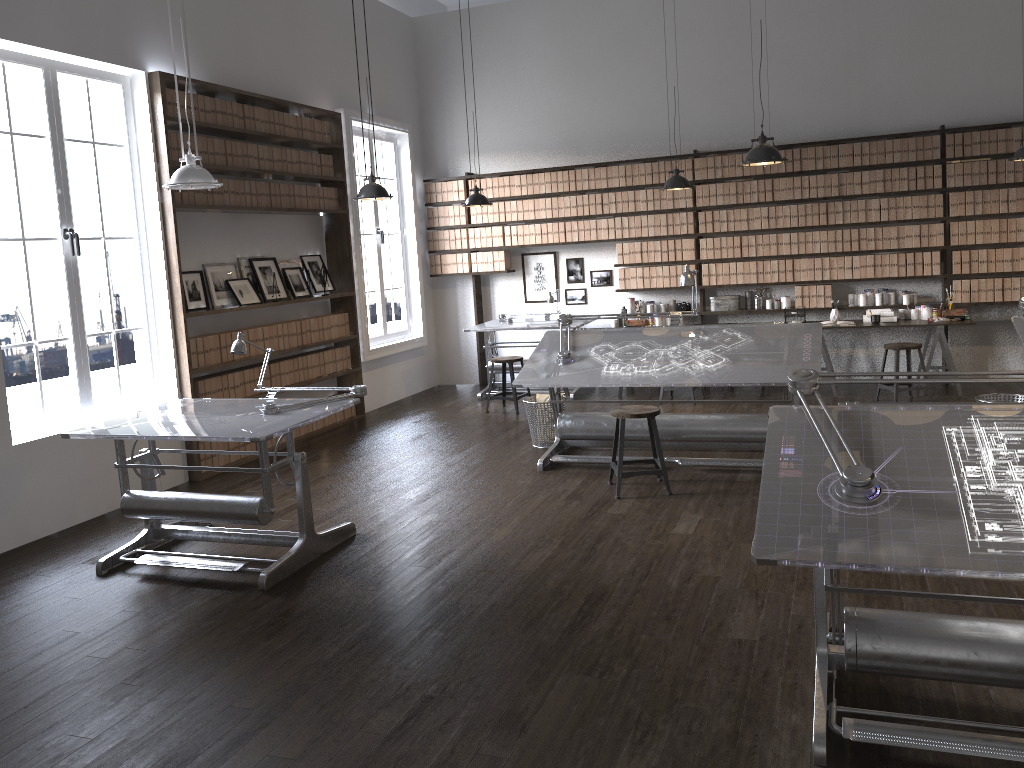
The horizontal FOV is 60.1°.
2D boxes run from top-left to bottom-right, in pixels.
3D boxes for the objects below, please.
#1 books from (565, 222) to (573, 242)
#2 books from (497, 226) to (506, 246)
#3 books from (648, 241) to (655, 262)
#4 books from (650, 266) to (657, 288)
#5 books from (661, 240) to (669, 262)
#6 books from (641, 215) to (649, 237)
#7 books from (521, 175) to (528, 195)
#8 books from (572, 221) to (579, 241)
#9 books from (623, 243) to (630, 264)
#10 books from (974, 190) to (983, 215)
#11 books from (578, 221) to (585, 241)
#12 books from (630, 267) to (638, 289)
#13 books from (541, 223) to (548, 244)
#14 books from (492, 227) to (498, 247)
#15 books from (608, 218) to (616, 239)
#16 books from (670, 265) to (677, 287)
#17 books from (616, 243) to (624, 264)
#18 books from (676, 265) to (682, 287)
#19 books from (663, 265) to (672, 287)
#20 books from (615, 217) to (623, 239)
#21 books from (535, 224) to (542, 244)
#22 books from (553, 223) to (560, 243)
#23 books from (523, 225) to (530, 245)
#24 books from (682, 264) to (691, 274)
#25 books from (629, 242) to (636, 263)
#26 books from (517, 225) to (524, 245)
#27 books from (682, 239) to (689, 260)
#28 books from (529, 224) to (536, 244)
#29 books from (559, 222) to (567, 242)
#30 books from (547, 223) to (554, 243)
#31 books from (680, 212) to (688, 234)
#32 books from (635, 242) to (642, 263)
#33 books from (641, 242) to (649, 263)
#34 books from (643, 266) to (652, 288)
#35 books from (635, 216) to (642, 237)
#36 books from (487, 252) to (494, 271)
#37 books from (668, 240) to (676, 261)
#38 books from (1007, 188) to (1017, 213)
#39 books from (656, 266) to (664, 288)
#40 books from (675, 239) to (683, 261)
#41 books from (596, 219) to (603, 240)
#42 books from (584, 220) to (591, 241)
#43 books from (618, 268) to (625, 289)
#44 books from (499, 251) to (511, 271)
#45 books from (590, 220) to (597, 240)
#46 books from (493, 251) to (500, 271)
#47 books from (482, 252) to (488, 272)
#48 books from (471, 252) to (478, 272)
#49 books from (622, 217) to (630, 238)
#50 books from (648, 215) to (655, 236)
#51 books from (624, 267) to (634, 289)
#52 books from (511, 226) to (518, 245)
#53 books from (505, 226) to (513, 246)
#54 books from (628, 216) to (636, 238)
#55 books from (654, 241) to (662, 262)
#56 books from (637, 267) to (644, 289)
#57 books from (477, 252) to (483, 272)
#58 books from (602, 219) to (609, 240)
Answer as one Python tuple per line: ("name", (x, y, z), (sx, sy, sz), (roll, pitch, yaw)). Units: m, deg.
("books", (0.653, -1.678, 9.785), (0.066, 0.224, 0.175), (-1, 7, 21))
("books", (-0.102, -1.678, 10.061), (0.067, 0.224, 0.175), (-1, 7, 21))
("books", (1.510, -1.417, 9.495), (0.066, 0.224, 0.175), (-1, 7, 21))
("books", (1.536, -1.150, 9.520), (0.066, 0.224, 0.175), (-1, 7, 21))
("books", (1.643, -1.418, 9.446), (0.066, 0.224, 0.175), (-1, 7, 21))
("books", (1.439, -1.690, 9.483), (0.067, 0.224, 0.175), (-1, 7, 21))
("books", (0.163, -2.219, 9.896), (0.067, 0.224, 0.175), (-1, 7, 21))
("books", (0.718, -1.678, 9.756), (0.066, 0.224, 0.175), (-1, 7, 21))
("books", (1.259, -1.415, 9.587), (0.066, 0.224, 0.175), (-1, 7, 21))
("books", (4.399, -1.712, 8.374), (0.066, 0.224, 0.175), (-1, 7, 21))
("books", (0.785, -1.679, 9.735), (0.066, 0.224, 0.175), (-1, 7, 21))
("books", (1.336, -1.148, 9.591), (0.066, 0.224, 0.175), (-1, 7, 21))
("books", (0.390, -1.675, 9.877), (0.067, 0.224, 0.175), (-1, 7, 21))
("books", (-0.160, -1.678, 10.087), (0.066, 0.224, 0.175), (-1, 7, 21))
("books", (1.102, -1.680, 9.611), (0.067, 0.224, 0.175), (-1, 7, 21))
("books", (1.734, -1.150, 9.438), (0.067, 0.224, 0.175), (-1, 7, 21))
("books", (1.190, -1.414, 9.611), (0.067, 0.224, 0.175), (-1, 7, 21))
("books", (1.795, -1.152, 9.419), (0.066, 0.224, 0.175), (-1, 7, 21))
("books", (1.667, -1.150, 9.463), (0.066, 0.224, 0.175), (-1, 7, 21))
("books", (1.175, -1.688, 9.581), (0.066, 0.224, 0.175), (-1, 7, 21))
("books", (0.323, -1.674, 9.902), (0.066, 0.224, 0.175), (-1, 7, 21))
("books", (0.513, -1.677, 9.838), (0.066, 0.224, 0.175), (-1, 7, 21))
("books", (0.192, -1.675, 9.959), (0.066, 0.224, 0.175), (-1, 7, 21))
("books", (1.857, -1.152, 9.399), (0.066, 0.224, 0.175), (-1, 7, 21))
("books", (1.318, -1.416, 9.566), (0.066, 0.224, 0.175), (-1, 7, 21))
("books", (0.126, -1.674, 9.982), (0.066, 0.224, 0.175), (-1, 7, 21))
("books", (1.853, -1.420, 9.365), (0.066, 0.224, 0.175), (-1, 7, 21))
("books", (0.256, -1.674, 9.931), (0.066, 0.224, 0.175), (-1, 7, 21))
("books", (0.581, -1.677, 9.806), (0.067, 0.224, 0.175), (-1, 7, 21))
("books", (0.451, -1.676, 9.858), (0.066, 0.224, 0.175), (-1, 7, 21))
("books", (1.825, -1.693, 9.339), (0.066, 0.224, 0.175), (-1, 7, 21))
("books", (1.379, -1.415, 9.539), (0.067, 0.224, 0.175), (-1, 7, 21))
("books", (1.444, -1.417, 9.520), (0.066, 0.224, 0.175), (-1, 7, 21))
("books", (1.470, -1.149, 9.543), (0.066, 0.224, 0.175), (-1, 7, 21))
("books", (1.375, -1.690, 9.512), (0.066, 0.224, 0.175), (-1, 7, 21))
("books", (-0.216, -1.403, 10.138), (0.067, 0.224, 0.175), (-1, 7, 21))
("books", (1.712, -1.418, 9.415), (0.067, 0.224, 0.175), (-1, 7, 21))
("books", (4.663, -1.713, 8.274), (0.066, 0.224, 0.175), (-1, 7, 21))
("books", (1.600, -1.150, 9.492), (0.066, 0.224, 0.175), (-1, 7, 21))
("books", (1.783, -1.419, 9.394), (0.066, 0.224, 0.175), (-1, 7, 21))
("books", (0.977, -1.680, 9.662), (0.066, 0.224, 0.175), (-1, 7, 21))
("books", (0.852, -1.679, 9.710), (0.066, 0.224, 0.175), (-1, 7, 21))
("books", (1.214, -1.146, 9.634), (0.067, 0.224, 0.175), (-1, 7, 21))
("books", (-0.084, -1.405, 10.093), (0.066, 0.224, 0.175), (-1, 7, 21))
("books", (0.913, -1.679, 9.681), (0.067, 0.224, 0.175), (-1, 7, 21))
("books", (-0.148, -1.405, 10.120), (0.066, 0.224, 0.175), (-1, 7, 21))
("books", (-0.277, -1.404, 10.165), (0.066, 0.224, 0.175), (-1, 7, 21))
("books", (-0.405, -1.402, 10.210), (0.067, 0.224, 0.175), (-1, 7, 21))
("books", (1.244, -1.689, 9.559), (0.066, 0.224, 0.175), (-1, 7, 21))
("books", (1.508, -1.691, 9.460), (0.066, 0.224, 0.175), (-1, 7, 21))
("books", (1.278, -1.148, 9.614), (0.066, 0.224, 0.175), (-1, 7, 21))
("books", (0.059, -1.673, 10.003), (0.067, 0.224, 0.175), (-1, 7, 21))
("books", (-0.017, -1.672, 10.033), (0.066, 0.224, 0.175), (-1, 7, 21))
("books", (1.310, -1.690, 9.538), (0.066, 0.224, 0.175), (-1, 7, 21))
("books", (1.575, -1.417, 9.467), (0.066, 0.224, 0.175), (-1, 7, 21))
("books", (1.403, -1.148, 9.564), (0.067, 0.224, 0.175), (-1, 7, 21))
("books", (-0.336, -1.403, 10.186), (0.066, 0.224, 0.175), (-1, 7, 21))
("books", (1.035, -1.680, 9.638), (0.066, 0.224, 0.175), (-1, 7, 21))
